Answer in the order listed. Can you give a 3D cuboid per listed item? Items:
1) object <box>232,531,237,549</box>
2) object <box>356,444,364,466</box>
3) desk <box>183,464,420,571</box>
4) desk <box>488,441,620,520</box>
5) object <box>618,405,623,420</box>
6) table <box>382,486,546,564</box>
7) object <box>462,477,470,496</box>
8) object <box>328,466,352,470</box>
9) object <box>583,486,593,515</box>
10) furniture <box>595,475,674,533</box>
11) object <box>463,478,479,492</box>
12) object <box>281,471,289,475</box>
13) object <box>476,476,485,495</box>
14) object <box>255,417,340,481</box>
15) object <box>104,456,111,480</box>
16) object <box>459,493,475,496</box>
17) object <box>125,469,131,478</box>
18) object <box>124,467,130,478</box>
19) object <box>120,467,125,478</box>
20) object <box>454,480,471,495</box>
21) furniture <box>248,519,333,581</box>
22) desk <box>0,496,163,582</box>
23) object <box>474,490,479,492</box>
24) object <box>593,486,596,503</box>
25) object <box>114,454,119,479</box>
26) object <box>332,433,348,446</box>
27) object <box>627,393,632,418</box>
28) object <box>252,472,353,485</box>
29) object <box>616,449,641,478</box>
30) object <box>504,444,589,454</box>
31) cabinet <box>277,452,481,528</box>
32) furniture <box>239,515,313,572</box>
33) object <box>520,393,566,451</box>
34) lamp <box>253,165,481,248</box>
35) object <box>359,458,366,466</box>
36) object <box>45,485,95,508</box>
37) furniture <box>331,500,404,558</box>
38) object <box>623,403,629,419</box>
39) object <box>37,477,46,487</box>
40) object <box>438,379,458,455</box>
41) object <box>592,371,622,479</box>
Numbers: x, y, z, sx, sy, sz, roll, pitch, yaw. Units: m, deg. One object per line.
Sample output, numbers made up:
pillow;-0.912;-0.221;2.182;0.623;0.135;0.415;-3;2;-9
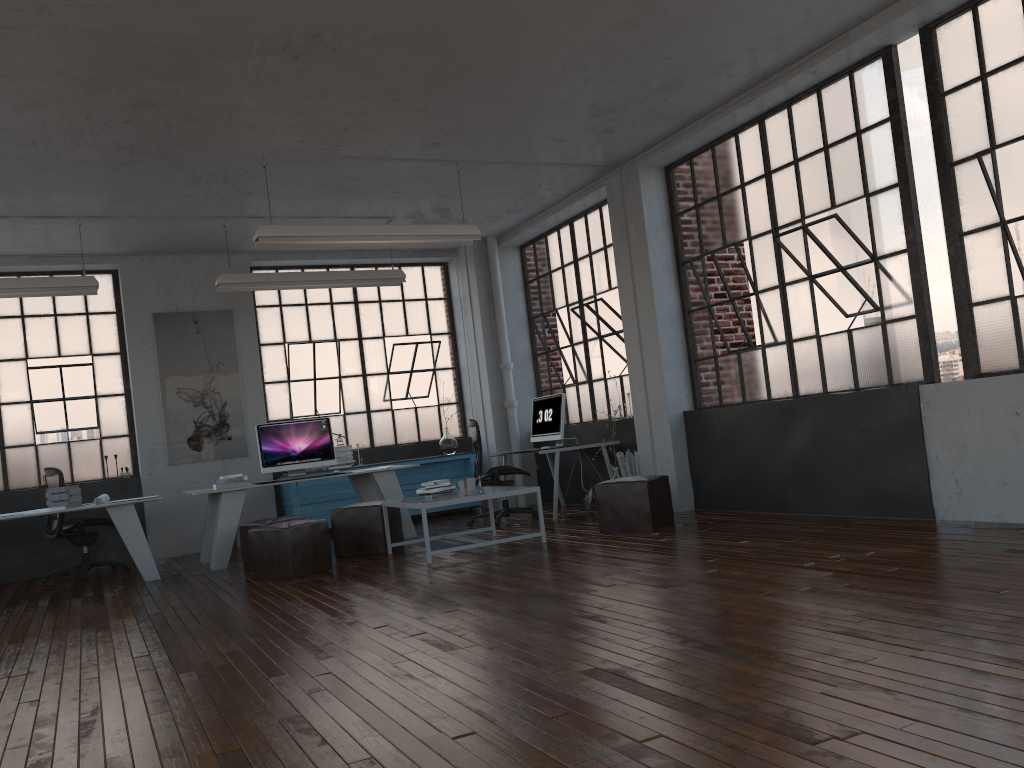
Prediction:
object;-3.110;1.633;9.557;0.292;0.307;0.293;-7;-2;2
object;-1.811;0.835;10.476;0.084;0.256;0.084;-8;-2;41
desk;-2.007;1.258;8.589;2.075;0.704;1.077;-5;-3;-26
desk;0.450;1.016;9.338;0.932;0.688;1.229;-5;-3;-26
object;1.114;0.289;9.118;0.055;0.153;0.055;-7;-2;23
table;-0.408;1.117;7.198;0.990;0.444;0.974;-5;-3;-26
object;-0.359;0.795;6.874;0.053;0.148;0.052;-7;-2;15
object;-1.969;0.953;10.071;0.252;0.014;0.187;-5;-3;-26
object;0.759;1.151;8.757;0.107;0.280;0.293;-7;-2;-1
furniture;1.004;0.989;7.259;0.503;0.460;0.503;-8;-3;31
object;-0.334;0.834;7.324;0.129;0.109;0.101;-6;-2;-18
object;-2.575;0.916;10.101;0.132;0.236;0.132;-8;-2;30
object;-0.248;0.782;6.894;0.055;0.153;0.055;-8;-2;40
object;-2.037;0.618;8.451;0.713;0.552;0.378;-6;-2;-24
object;-4.319;0.894;9.460;0.085;0.259;0.085;-8;-2;27
object;-0.358;0.877;7.052;0.137;0.003;0.138;-6;-3;-5
object;-4.146;0.959;9.568;0.058;0.101;0.032;-7;-2;9
object;-4.127;0.945;9.496;0.058;0.117;0.032;-6;-2;-12
object;-4.188;0.954;9.529;0.058;0.117;0.032;-8;-2;25
object;-0.385;0.825;7.047;0.129;0.109;0.101;-6;-2;-18
furniture;-1.718;1.285;6.882;0.472;0.430;0.470;-8;-3;32
desk;-4.081;1.444;7.570;2.054;0.697;1.066;-5;-3;-26
object;-0.338;0.889;7.317;0.137;0.003;0.138;-6;-3;-5
object;0.954;1.117;8.761;0.291;0.293;0.290;-8;-3;21
object;-4.229;0.885;9.487;0.085;0.259;0.085;-8;-2;27
object;-1.997;0.633;10.301;0.178;0.161;0.092;-8;-2;32
object;1.199;0.218;9.013;0.084;0.256;0.084;-7;-2;-4
object;-2.004;0.899;8.440;0.847;0.008;0.688;-5;-3;-25
object;1.206;0.919;8.676;0.293;0.627;0.274;-7;-2;16
object;0.343;0.690;9.316;0.686;0.008;0.850;-5;-3;-25
cabinet;-1.514;1.290;10.366;2.260;0.732;0.628;-5;-3;-26
furniture;-1.964;1.341;7.443;0.481;0.439;0.479;-9;-3;42
object;0.313;0.408;9.323;0.377;0.552;0.715;-6;-3;-25
lamp;-1.169;-1.454;7.238;1.875;0.628;0.202;-5;-2;-26
object;-1.746;0.905;10.316;0.088;0.084;0.088;-6;-3;-22
object;-3.943;0.997;7.809;0.416;0.182;0.389;-7;-3;4
furniture;-1.267;1.267;7.788;0.503;0.460;0.503;-7;-2;12
object;1.169;0.277;9.092;0.066;0.160;0.066;-7;-2;5
object;-4.842;1.010;9.185;0.124;0.100;0.124;-7;-3;-4
object;-0.747;0.384;10.755;0.231;0.939;0.435;-5;-2;-44
object;0.872;0.538;7.797;0.330;1.338;0.619;-7;-2;10
